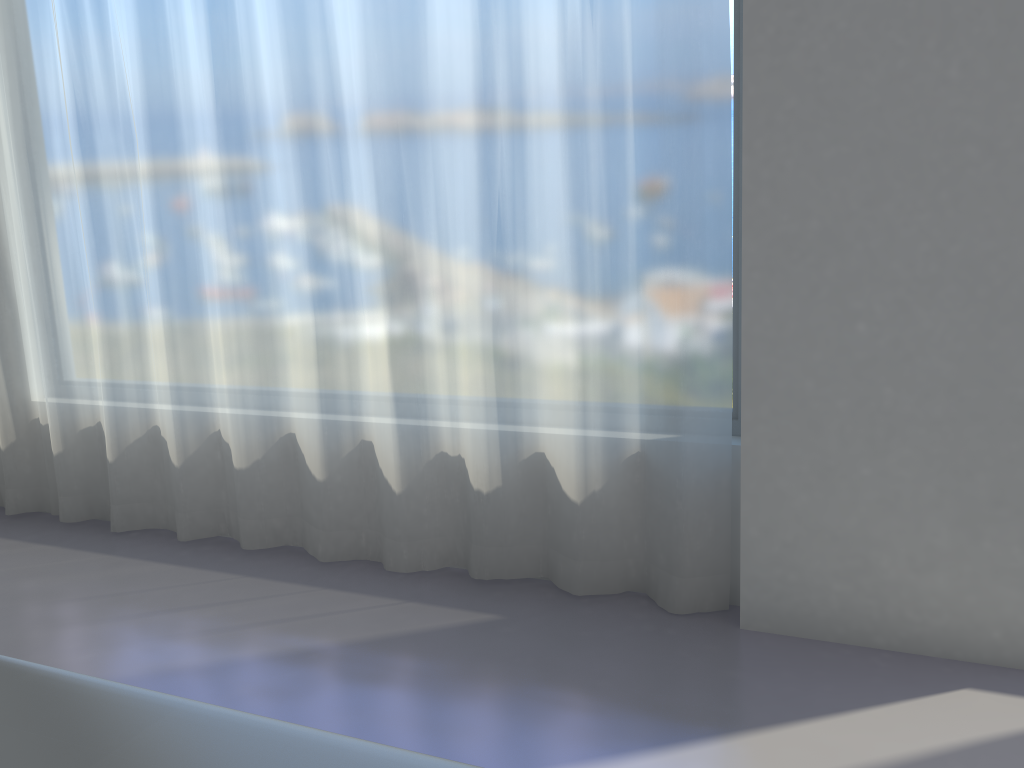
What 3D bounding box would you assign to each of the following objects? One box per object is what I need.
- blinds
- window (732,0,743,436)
[{"bbox_3d":[-0.905,-0.910,2.986,3.245,3.112,0.120,2,12,24],"label":"blinds"},{"bbox_3d":[-0.673,-1.129,3.086,3.000,2.500,0.100,2,12,24],"label":"window"}]
